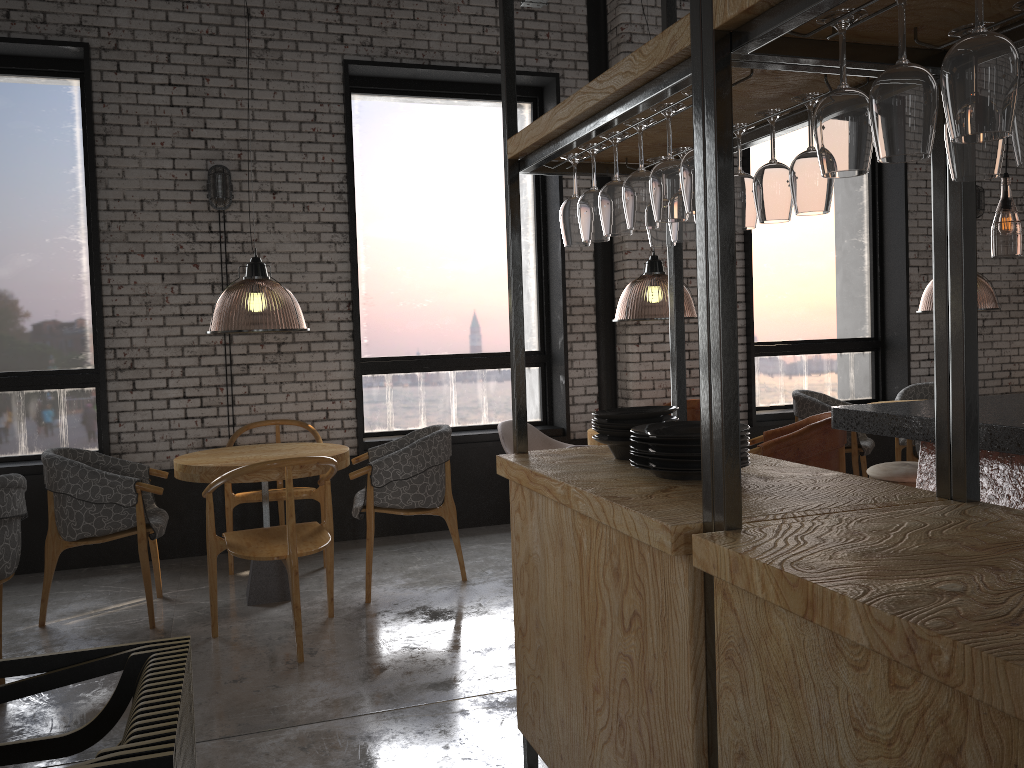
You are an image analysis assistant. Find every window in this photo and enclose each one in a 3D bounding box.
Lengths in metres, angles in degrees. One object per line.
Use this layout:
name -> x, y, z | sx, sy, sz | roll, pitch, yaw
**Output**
window -> -0.433, -0.918, 6.634 | 1.535, 2.695, 0.365 | -3, 2, -18
window -> 2.602, -1.076, 7.639 | 1.535, 2.695, 0.365 | -3, 2, -18
window -> -3.467, -0.760, 5.630 | 1.535, 2.695, 0.365 | -3, 2, -18

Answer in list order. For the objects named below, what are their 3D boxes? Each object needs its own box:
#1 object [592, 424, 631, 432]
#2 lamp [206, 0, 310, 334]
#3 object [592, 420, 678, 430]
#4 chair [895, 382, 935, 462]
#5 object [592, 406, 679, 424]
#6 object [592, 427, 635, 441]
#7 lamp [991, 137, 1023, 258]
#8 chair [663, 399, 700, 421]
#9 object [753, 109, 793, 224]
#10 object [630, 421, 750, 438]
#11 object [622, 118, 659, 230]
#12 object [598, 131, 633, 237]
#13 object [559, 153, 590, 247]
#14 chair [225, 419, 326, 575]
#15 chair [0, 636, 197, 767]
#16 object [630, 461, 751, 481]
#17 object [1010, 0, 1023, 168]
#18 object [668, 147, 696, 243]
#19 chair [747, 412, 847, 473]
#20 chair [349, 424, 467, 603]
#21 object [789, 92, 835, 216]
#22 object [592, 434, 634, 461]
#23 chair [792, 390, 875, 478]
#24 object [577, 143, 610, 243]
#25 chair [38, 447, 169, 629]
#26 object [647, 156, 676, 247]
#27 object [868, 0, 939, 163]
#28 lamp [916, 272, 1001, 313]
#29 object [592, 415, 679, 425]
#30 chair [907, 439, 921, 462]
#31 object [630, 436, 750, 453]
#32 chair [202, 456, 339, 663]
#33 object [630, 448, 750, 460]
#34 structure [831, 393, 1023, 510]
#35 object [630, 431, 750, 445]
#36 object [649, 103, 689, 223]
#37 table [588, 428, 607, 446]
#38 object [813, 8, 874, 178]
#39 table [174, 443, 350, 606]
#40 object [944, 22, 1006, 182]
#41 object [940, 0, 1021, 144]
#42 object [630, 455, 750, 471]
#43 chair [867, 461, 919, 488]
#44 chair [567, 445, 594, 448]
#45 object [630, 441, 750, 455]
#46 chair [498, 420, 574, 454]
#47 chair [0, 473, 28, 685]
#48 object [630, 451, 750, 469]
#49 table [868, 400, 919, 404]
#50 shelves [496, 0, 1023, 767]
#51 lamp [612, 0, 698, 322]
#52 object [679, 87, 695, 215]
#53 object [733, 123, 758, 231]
object -> 0.370, 0.157, 2.653 | 0.257, 0.075, 0.257 | -1, 3, 7
lamp -> -1.397, -1.479, 4.706 | 0.536, 2.404, 0.537 | -1, 2, 24
object -> 0.368, 0.140, 2.651 | 0.257, 0.072, 0.257 | 1, 4, 44
chair -> 3.421, 0.461, 7.077 | 0.681, 0.928, 0.644 | -1, 3, 26
object -> 0.368, 0.110, 2.649 | 0.257, 0.076, 0.257 | -1, 3, 19
object -> 0.370, 0.164, 2.653 | 0.257, 0.075, 0.257 | -3, 3, -18
lamp -> 1.903, -1.294, 3.427 | 0.108, 1.598, 0.108 | -1, 2, 14
chair -> 1.271, 0.586, 6.143 | 0.681, 0.928, 0.644 | -1, 3, 24
object -> 0.645, -0.534, 2.189 | 0.101, 0.267, 0.101 | 0, 3, 35
object -> 0.463, 0.131, 2.311 | 0.306, 0.039, 0.306 | -4, 4, -35
object -> 0.327, -0.527, 2.239 | 0.101, 0.267, 0.101 | 0, 3, 35
object -> 0.281, -0.533, 2.379 | 0.101, 0.267, 0.101 | 0, 3, 35
object -> 0.191, -0.546, 2.650 | 0.101, 0.267, 0.101 | 0, 3, 35
chair -> -1.504, 0.706, 5.719 | 0.612, 0.920, 0.644 | -2, 3, -11
chair -> -0.970, 1.000, 1.746 | 0.638, 0.729, 0.657 | -3, 3, -17
object -> 0.464, 0.221, 2.314 | 0.306, 0.035, 0.306 | -1, 4, 19
object -> 0.882, -0.501, 1.476 | 0.101, 0.267, 0.101 | -2, 2, -4
object -> 0.506, -0.554, 2.609 | 0.101, 0.267, 0.101 | 0, 3, 35
chair -> 1.689, 0.629, 5.182 | 0.643, 0.928, 0.682 | -1, 3, 19
chair -> -0.589, 0.710, 5.066 | 0.644, 0.928, 0.681 | -2, 3, -9
object -> 0.692, -0.528, 2.050 | 0.101, 0.267, 0.101 | -1, 2, 13
object -> 0.370, 0.188, 2.654 | 0.257, 0.067, 0.257 | -3, 4, -26
chair -> 2.449, 0.507, 6.843 | 0.643, 0.928, 0.682 | -1, 3, 26
object -> 0.235, -0.540, 2.519 | 0.101, 0.267, 0.101 | 0, 3, 35
chair -> -2.147, 0.786, 4.653 | 0.644, 0.928, 0.681 | -3, 3, -19
object -> 0.462, -0.560, 2.740 | 0.101, 0.267, 0.101 | 0, 3, 35
object -> 0.611, -0.487, 1.386 | 0.101, 0.267, 0.101 | -2, 2, -4
lamp -> 3.096, -1.713, 6.193 | 0.536, 2.404, 0.537 | -1, 2, 24
object -> 0.369, 0.135, 2.651 | 0.257, 0.072, 0.257 | -3, 3, -19
chair -> 2.868, 0.557, 5.747 | 0.681, 0.928, 0.644 | -1, 3, 26
object -> 0.462, 0.157, 2.312 | 0.306, 0.037, 0.306 | -3, 3, -17
chair -> -1.091, 0.782, 4.190 | 0.613, 0.920, 0.644 | -3, 3, -26
object -> 0.463, 0.186, 2.314 | 0.306, 0.046, 0.306 | 0, 4, 29
structure -> 4.739, 0.390, 2.511 | 5.878, 1.532, 4.313 | -3, 3, -18
object -> 0.463, 0.145, 2.312 | 0.306, 0.048, 0.305 | -1, 3, 7
object -> 0.374, -0.520, 2.100 | 0.101, 0.267, 0.101 | 0, 3, 35
table -> 0.945, 0.681, 5.458 | 0.932, 0.809, 0.933 | 0, 3, 29
object -> 0.567, -0.493, 1.517 | 0.101, 0.267, 0.101 | -2, 2, -4
table -> -1.361, 0.788, 4.923 | 0.932, 0.809, 0.933 | 0, 3, 29
object -> 0.839, -0.507, 1.607 | 0.101, 0.267, 0.101 | -2, 2, -4
object -> 0.657, -0.480, 1.246 | 0.101, 0.267, 0.101 | -2, 2, -4
object -> 0.463, 0.210, 2.314 | 0.306, 0.041, 0.306 | -2, 3, -1
chair -> 1.694, 0.748, 3.817 | 0.480, 0.805, 0.439 | 0, 3, 30
chair -> 0.616, 0.714, 4.895 | 0.771, 0.850, 0.803 | 0, 3, 31
object -> 0.462, 0.171, 2.312 | 0.306, 0.042, 0.306 | 0, 4, 29
chair -> 0.314, 0.670, 5.814 | 0.802, 0.850, 0.771 | 0, 3, 31
chair -> -2.363, 0.846, 3.741 | 0.644, 0.928, 0.682 | 0, 3, 31
object -> 0.463, 0.195, 2.313 | 0.306, 0.044, 0.306 | -3, 3, -18
table -> 3.064, 0.556, 6.408 | 0.932, 0.809, 0.933 | 0, 3, 29
shelves -> 0.794, -1.172, 1.161 | 0.690, 5.015, 3.661 | -3, 3, -18
lamp -> 0.850, -1.596, 5.450 | 0.536, 2.404, 0.537 | -1, 2, 24
object -> 0.420, -0.514, 1.960 | 0.101, 0.267, 0.101 | -1, 2, 13
object -> 0.599, -0.541, 2.329 | 0.101, 0.267, 0.101 | 0, 3, 35
